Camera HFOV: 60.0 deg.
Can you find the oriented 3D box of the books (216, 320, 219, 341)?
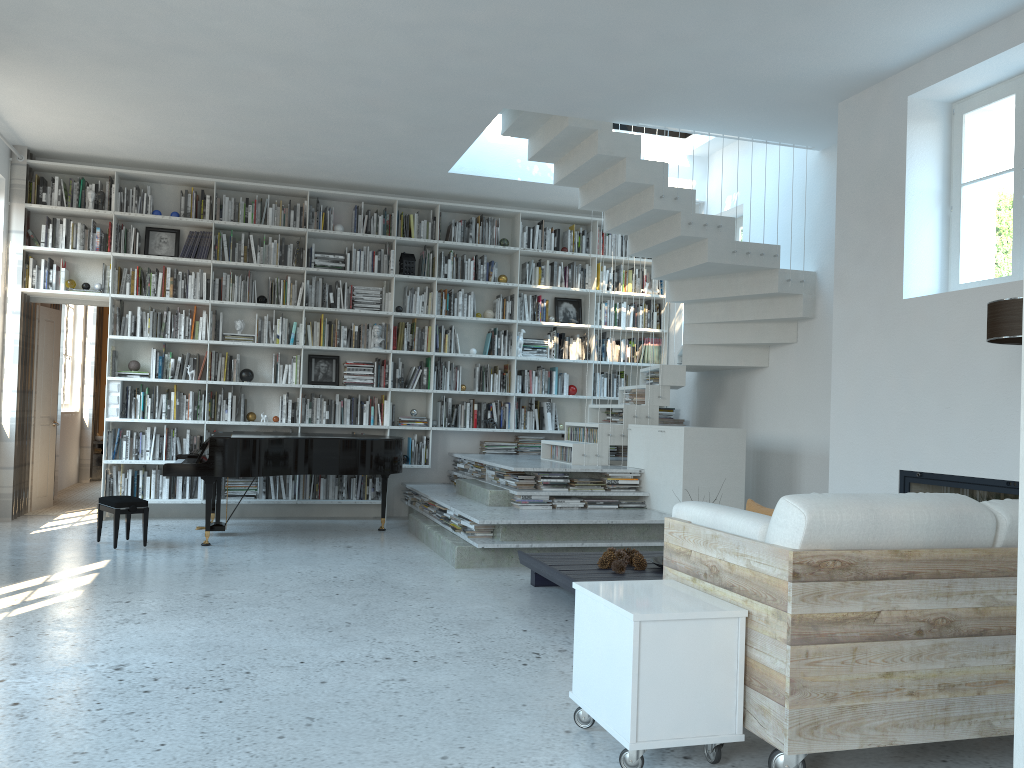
[{"bbox_3d":[-2.759,-0.493,8.318,0.034,0.209,0.136,2,-1,-17],"label":"books"}]

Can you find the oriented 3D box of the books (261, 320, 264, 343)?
[{"bbox_3d":[-2.376,-0.485,8.440,0.024,0.227,0.137,2,-1,-17],"label":"books"}]

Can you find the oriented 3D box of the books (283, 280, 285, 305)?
[{"bbox_3d":[-2.183,-0.860,8.486,0.017,0.253,0.139,2,-1,-17],"label":"books"}]

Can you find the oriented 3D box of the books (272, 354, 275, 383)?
[{"bbox_3d":[-2.276,-0.143,8.450,0.012,0.285,0.159,2,-1,-17],"label":"books"}]

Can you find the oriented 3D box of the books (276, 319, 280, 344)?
[{"bbox_3d":[-2.232,-0.490,8.459,0.028,0.247,0.170,2,-1,-17],"label":"books"}]

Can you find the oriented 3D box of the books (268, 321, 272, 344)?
[{"bbox_3d":[-2.306,-0.482,8.450,0.048,0.224,0.149,2,-1,-17],"label":"books"}]

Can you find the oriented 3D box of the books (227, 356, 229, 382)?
[{"bbox_3d":[-2.667,-0.139,8.332,0.014,0.244,0.153,2,-1,-17],"label":"books"}]

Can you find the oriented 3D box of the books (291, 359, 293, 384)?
[{"bbox_3d":[-2.110,-0.116,8.488,0.012,0.244,0.171,2,-2,-17],"label":"books"}]

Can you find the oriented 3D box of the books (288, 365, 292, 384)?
[{"bbox_3d":[-2.131,-0.088,8.493,0.024,0.188,0.172,2,-2,-17],"label":"books"}]

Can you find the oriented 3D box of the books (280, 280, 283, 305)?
[{"bbox_3d":[-2.200,-0.857,8.456,0.013,0.243,0.189,2,-2,-17],"label":"books"}]

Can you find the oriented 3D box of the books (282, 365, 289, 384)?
[{"bbox_3d":[-2.168,-0.090,8.477,0.057,0.188,0.156,2,-2,-17],"label":"books"}]

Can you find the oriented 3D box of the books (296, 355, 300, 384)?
[{"bbox_3d":[-2.057,-0.132,8.504,0.021,0.281,0.162,2,-1,-17],"label":"books"}]

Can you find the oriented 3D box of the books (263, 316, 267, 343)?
[{"bbox_3d":[-2.349,-0.505,8.433,0.022,0.267,0.151,2,-1,-17],"label":"books"}]

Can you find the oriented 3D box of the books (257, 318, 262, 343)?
[{"bbox_3d":[-2.393,-0.497,8.405,0.030,0.247,0.174,2,-2,-17],"label":"books"}]

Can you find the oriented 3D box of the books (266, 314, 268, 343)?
[{"bbox_3d":[-2.329,-0.514,8.427,0.012,0.286,0.167,2,-1,-17],"label":"books"}]

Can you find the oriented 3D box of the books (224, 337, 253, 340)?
[{"bbox_3d":[-2.578,-0.424,8.359,0.254,0.012,0.161,3,-2,-22],"label":"books"}]

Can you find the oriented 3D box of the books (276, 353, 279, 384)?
[{"bbox_3d":[-2.243,-0.145,8.467,0.011,0.291,0.156,2,-1,-17],"label":"books"}]

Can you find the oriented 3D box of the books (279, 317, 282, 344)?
[{"bbox_3d":[-2.210,-0.499,8.455,0.012,0.265,0.193,2,-2,-17],"label":"books"}]

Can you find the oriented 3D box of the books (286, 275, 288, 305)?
[{"bbox_3d":[-2.159,-0.885,8.489,0.006,0.303,0.165,2,-1,-17],"label":"books"}]

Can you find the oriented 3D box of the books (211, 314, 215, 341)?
[{"bbox_3d":[-2.794,-0.519,8.301,0.024,0.257,0.134,2,-1,-17],"label":"books"}]

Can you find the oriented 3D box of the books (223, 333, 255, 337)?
[{"bbox_3d":[-2.577,-0.460,8.361,0.285,0.012,0.159,3,-2,-21],"label":"books"}]

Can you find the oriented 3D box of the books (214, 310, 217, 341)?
[{"bbox_3d":[-2.782,-0.538,8.323,0.011,0.298,0.135,2,-1,-17],"label":"books"}]

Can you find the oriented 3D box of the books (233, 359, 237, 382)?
[{"bbox_3d":[-2.608,-0.123,8.342,0.028,0.216,0.175,2,-2,-17],"label":"books"}]

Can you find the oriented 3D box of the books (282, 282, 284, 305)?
[{"bbox_3d":[-2.199,-0.852,8.494,0.011,0.236,0.130,2,-1,-17],"label":"books"}]

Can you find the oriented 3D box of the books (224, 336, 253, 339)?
[{"bbox_3d":[-2.579,-0.436,8.363,0.254,0.012,0.161,3,-2,-20],"label":"books"}]

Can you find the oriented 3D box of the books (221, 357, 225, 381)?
[{"bbox_3d":[-2.711,-0.133,8.319,0.025,0.228,0.153,2,-1,-17],"label":"books"}]

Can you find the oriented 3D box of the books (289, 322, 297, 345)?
[{"bbox_3d":[-2.099,-0.475,8.495,0.060,0.227,0.179,2,-2,-17],"label":"books"}]

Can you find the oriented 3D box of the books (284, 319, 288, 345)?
[{"bbox_3d":[-2.170,-0.491,8.499,0.022,0.256,0.152,2,-1,-17],"label":"books"}]

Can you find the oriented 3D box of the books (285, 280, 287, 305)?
[{"bbox_3d":[-2.165,-0.860,8.485,0.006,0.253,0.180,2,-2,-17],"label":"books"}]

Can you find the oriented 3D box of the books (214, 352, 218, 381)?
[{"bbox_3d":[-2.770,-0.159,8.305,0.026,0.275,0.154,2,-1,-17],"label":"books"}]

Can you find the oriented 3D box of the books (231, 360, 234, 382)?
[{"bbox_3d":[-2.628,-0.120,8.340,0.011,0.208,0.180,2,-2,-17],"label":"books"}]

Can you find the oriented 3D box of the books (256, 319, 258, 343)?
[{"bbox_3d":[-2.418,-0.490,8.417,0.010,0.232,0.154,2,-1,-17],"label":"books"}]

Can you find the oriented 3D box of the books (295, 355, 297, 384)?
[{"bbox_3d":[-2.072,-0.132,8.497,0.011,0.279,0.187,2,-1,-17],"label":"books"}]

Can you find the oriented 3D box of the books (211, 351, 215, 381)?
[{"bbox_3d":[-2.793,-0.165,8.293,0.025,0.284,0.145,2,-1,-17],"label":"books"}]

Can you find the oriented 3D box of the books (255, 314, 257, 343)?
[{"bbox_3d":[-2.424,-0.517,8.402,0.012,0.285,0.159,2,-1,-17],"label":"books"}]

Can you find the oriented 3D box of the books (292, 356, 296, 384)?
[{"bbox_3d":[-2.093,-0.127,8.500,0.027,0.269,0.178,2,-1,-17],"label":"books"}]

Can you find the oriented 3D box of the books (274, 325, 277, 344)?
[{"bbox_3d":[-2.264,-0.462,8.469,0.025,0.189,0.140,2,-2,-17],"label":"books"}]

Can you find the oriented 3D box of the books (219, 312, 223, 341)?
[{"bbox_3d":[-2.730,-0.526,8.321,0.021,0.278,0.136,2,-1,-17],"label":"books"}]

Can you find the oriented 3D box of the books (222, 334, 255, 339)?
[{"bbox_3d":[-2.579,-0.448,8.366,0.285,0.012,0.159,2,-2,-15],"label":"books"}]

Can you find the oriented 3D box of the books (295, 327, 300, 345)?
[{"bbox_3d":[-2.063,-0.449,8.525,0.027,0.181,0.142,2,-2,-17],"label":"books"}]

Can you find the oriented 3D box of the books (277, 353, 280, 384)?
[{"bbox_3d":[-2.231,-0.147,8.467,0.012,0.298,0.166,2,-1,-17],"label":"books"}]

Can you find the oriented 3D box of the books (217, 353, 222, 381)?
[{"bbox_3d":[-2.739,-0.152,8.307,0.036,0.263,0.166,2,-1,-17],"label":"books"}]

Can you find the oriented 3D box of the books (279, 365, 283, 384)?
[{"bbox_3d":[-2.214,-0.089,8.479,0.030,0.183,0.154,2,-2,-17],"label":"books"}]

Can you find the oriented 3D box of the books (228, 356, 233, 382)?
[{"bbox_3d":[-2.651,-0.140,8.354,0.028,0.247,0.142,2,-1,-17],"label":"books"}]

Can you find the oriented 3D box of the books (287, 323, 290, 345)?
[{"bbox_3d":[-2.147,-0.472,8.505,0.026,0.219,0.150,2,-1,-17],"label":"books"}]

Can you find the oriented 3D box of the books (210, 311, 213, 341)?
[{"bbox_3d":[-2.813,-0.533,8.302,0.012,0.285,0.159,2,-1,-17],"label":"books"}]

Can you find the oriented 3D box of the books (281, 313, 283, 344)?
[{"bbox_3d":[-2.200,-0.515,8.467,0.011,0.300,0.178,2,-1,-17],"label":"books"}]

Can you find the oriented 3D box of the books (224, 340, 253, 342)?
[{"bbox_3d":[-2.582,-0.399,8.369,0.254,0.012,0.161,2,-2,-17],"label":"books"}]

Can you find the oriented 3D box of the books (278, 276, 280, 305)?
[{"bbox_3d":[-2.231,-0.879,8.483,0.033,0.287,0.155,2,-1,-17],"label":"books"}]

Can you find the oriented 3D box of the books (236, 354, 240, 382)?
[{"bbox_3d":[-2.585,-0.146,8.365,0.028,0.266,0.144,2,-1,-17],"label":"books"}]

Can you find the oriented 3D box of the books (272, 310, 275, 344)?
[{"bbox_3d":[-2.274,-0.533,8.451,0.010,0.329,0.173,2,-1,-17],"label":"books"}]

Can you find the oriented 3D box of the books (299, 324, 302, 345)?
[{"bbox_3d":[-2.038,-0.466,8.535,0.026,0.217,0.126,2,-1,-17],"label":"books"}]

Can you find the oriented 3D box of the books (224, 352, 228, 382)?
[{"bbox_3d":[-2.680,-0.156,8.307,0.026,0.274,0.190,2,-1,-17],"label":"books"}]

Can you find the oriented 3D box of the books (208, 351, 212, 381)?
[{"bbox_3d":[-2.825,-0.166,8.294,0.012,0.285,0.159,2,-1,-17],"label":"books"}]

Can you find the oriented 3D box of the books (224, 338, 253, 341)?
[{"bbox_3d":[-2.579,-0.412,8.361,0.254,0.012,0.161,3,-2,-21],"label":"books"}]

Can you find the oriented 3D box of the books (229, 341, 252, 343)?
[{"bbox_3d":[-2.581,-0.387,8.365,0.285,0.012,0.159,3,-2,-19],"label":"books"}]

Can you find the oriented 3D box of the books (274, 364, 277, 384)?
[{"bbox_3d":[-2.258,-0.093,8.450,0.025,0.186,0.154,2,-2,-17],"label":"books"}]

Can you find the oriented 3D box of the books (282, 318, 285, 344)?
[{"bbox_3d":[-2.185,-0.494,8.473,0.023,0.259,0.170,2,-1,-17],"label":"books"}]
